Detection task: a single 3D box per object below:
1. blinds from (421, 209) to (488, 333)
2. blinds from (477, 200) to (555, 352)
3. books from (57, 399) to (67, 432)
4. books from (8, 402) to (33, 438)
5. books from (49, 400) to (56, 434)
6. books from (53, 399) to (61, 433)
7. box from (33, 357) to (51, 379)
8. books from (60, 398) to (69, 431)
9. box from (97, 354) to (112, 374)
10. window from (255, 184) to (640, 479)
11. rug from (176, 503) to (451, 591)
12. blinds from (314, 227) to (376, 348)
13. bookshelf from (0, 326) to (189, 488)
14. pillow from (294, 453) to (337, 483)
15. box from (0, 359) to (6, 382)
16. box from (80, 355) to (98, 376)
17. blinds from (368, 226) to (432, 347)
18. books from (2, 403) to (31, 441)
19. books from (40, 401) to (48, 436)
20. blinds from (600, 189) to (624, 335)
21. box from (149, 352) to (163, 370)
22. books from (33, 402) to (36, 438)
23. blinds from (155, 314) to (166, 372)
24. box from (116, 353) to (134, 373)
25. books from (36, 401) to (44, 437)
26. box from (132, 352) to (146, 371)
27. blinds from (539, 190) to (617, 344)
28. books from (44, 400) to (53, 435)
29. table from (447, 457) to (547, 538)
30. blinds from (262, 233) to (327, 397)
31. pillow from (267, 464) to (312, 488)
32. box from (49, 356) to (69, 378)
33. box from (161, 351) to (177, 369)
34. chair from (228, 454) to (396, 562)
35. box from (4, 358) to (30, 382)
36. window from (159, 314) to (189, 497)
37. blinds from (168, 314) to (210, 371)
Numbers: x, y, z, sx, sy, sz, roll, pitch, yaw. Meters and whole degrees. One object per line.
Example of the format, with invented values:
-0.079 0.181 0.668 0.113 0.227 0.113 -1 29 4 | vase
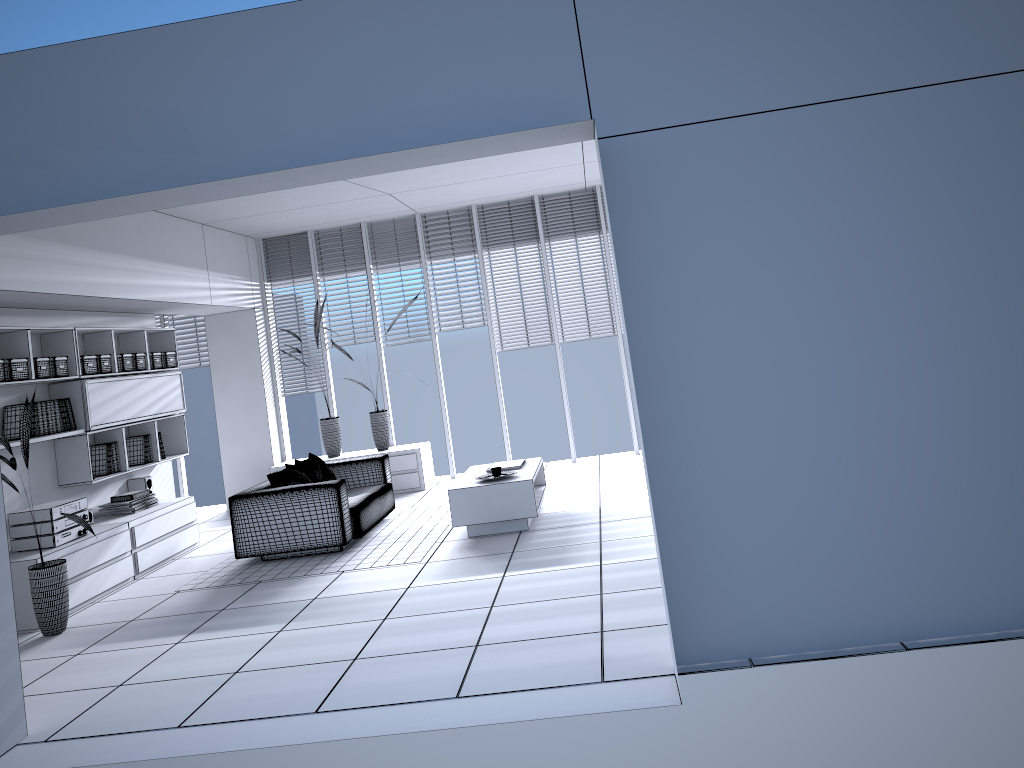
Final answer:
-0.667 -1.312 10.210 0.636 1.384 0.038 -8 -4 5 | blinds
0.060 -1.249 10.136 0.714 1.699 0.047 -8 -4 5 | blinds
-3.580 0.255 6.838 0.207 0.261 0.074 -8 -3 6 | books
-3.615 0.277 6.469 0.207 0.261 0.074 -8 -3 5 | books
-3.595 0.263 6.722 0.207 0.260 0.050 -8 -4 5 | books
-3.588 0.259 6.774 0.207 0.260 0.050 -8 -4 5 | books
-3.630 -0.104 6.593 0.280 0.163 0.174 -8 0 6 | box
-3.576 0.253 6.869 0.207 0.261 0.074 -8 -3 5 | books
-3.548 -0.153 7.431 0.280 0.163 0.174 -8 0 5 | box
-0.083 -0.559 10.029 5.494 3.144 0.099 -8 -4 5 | window
-1.414 1.292 7.315 1.795 0.001 2.232 -8 3 6 | rug
-1.937 -1.136 10.323 0.636 1.373 0.051 -8 -4 5 | blinds
-3.521 0.171 7.295 0.327 1.255 2.817 -8 1 6 | bookshelf
-1.724 0.817 7.873 0.300 0.400 0.565 -8 0 3 | pillow
-3.679 -0.074 6.081 0.280 0.163 0.174 -8 0 5 | box
-3.570 -0.139 7.204 0.281 0.163 0.211 -8 0 6 | box
-1.292 -1.142 10.260 0.636 1.364 0.057 -8 -4 5 | blinds
-3.613 0.280 6.436 0.207 0.259 0.072 -8 -3 5 | books
-3.604 0.268 6.619 0.207 0.260 0.050 -8 -4 5 | books
1.468 -1.444 10.010 0.714 1.699 0.047 -8 -4 5 | blinds
-3.464 -0.203 8.300 0.280 0.163 0.178 -8 0 5 | box
-3.612 0.275 6.500 0.207 0.261 0.074 -8 -3 5 | books
-4.412 -0.567 10.564 0.636 1.913 0.038 -8 -4 5 | blinds
-3.515 -0.173 7.778 0.280 0.163 0.178 -8 0 5 | box
-3.609 0.271 6.567 0.207 0.260 0.050 -8 -4 6 | books
-3.493 -0.186 8.000 0.280 0.163 0.178 -8 0 5 | box
0.758 -1.346 10.074 0.714 1.699 0.047 -8 -4 5 | blinds
-3.593 0.265 6.670 0.207 0.260 0.050 -8 -4 5 | books
-0.081 0.914 7.196 0.649 0.390 1.200 -8 2 6 | table
-2.539 -0.822 10.363 0.636 1.893 0.057 -8 -4 5 | blinds
-1.777 0.872 7.295 0.340 0.390 0.566 -8 0 3 | pillow
-3.608 -0.117 6.818 0.280 0.163 0.178 -8 0 5 | box
-3.438 -0.219 8.568 0.280 0.163 0.216 -8 0 5 | box
-1.610 1.027 7.555 0.958 0.554 1.649 -8 2 6 | chair
-3.656 -0.088 6.324 0.280 0.163 0.211 -8 0 6 | box
-4.338 0.027 10.440 0.687 3.144 0.099 -8 -4 5 | window
-3.811 -0.880 10.522 0.636 1.384 0.038 -8 -4 5 | blinds
